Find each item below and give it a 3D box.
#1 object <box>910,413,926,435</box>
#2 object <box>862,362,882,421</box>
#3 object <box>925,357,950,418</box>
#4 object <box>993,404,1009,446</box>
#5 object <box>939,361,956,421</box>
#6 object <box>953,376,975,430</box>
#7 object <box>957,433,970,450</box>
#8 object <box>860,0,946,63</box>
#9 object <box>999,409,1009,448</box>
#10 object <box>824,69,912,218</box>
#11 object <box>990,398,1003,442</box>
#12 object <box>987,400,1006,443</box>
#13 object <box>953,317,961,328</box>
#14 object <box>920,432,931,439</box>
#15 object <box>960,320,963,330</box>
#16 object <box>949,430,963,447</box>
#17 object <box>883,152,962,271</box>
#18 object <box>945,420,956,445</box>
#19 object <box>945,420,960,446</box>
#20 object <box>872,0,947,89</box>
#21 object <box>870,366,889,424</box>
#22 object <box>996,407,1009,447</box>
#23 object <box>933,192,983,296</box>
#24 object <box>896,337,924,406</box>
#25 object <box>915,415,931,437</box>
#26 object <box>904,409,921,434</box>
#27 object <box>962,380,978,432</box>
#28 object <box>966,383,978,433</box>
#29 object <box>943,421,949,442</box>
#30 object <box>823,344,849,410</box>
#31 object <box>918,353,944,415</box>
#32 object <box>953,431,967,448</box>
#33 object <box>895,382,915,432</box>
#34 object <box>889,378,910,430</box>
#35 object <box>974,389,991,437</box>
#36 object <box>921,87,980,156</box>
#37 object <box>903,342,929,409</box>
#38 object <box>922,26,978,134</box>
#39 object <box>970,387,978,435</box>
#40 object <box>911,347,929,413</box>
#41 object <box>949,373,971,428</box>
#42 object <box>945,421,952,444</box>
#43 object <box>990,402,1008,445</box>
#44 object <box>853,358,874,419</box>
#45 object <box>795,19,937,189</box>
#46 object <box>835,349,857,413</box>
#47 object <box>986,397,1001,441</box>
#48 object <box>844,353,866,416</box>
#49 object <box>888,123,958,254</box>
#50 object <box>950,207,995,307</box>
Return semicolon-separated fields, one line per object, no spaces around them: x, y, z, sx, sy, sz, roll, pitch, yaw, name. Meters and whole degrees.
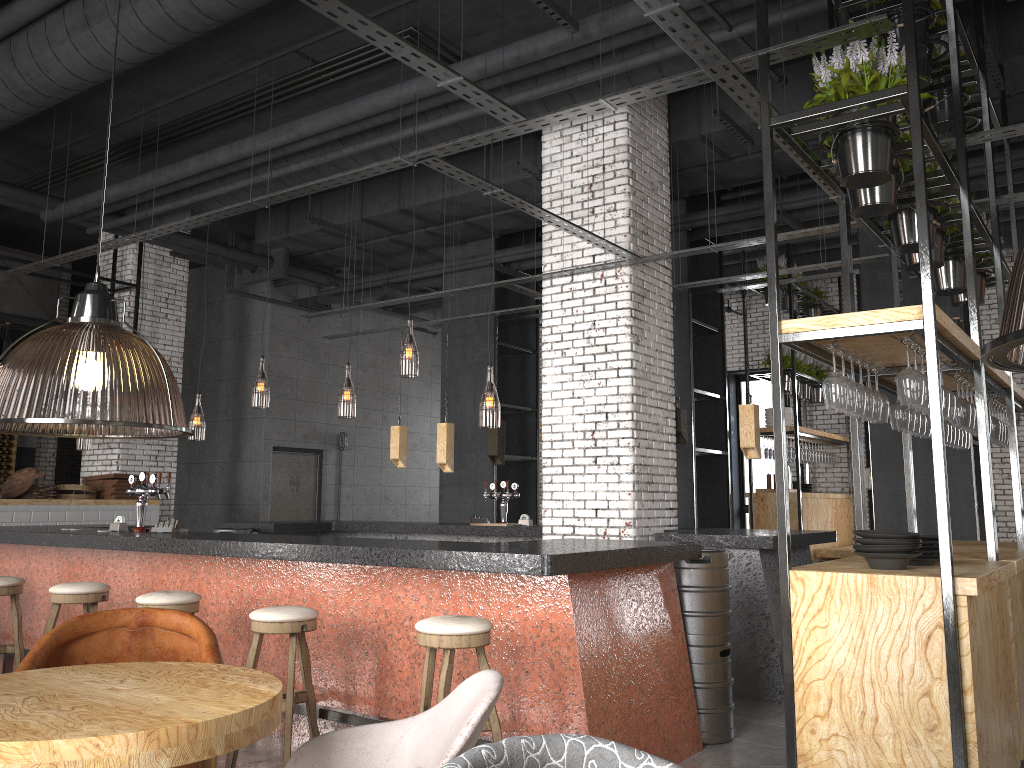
2.268;0.152;4.980;0.101;0.268;0.101;8;-11;-40;object
1.667;0.036;4.133;0.101;0.268;0.100;0;-9;-1;object
1.902;0.016;3.970;0.101;0.268;0.100;0;-9;-1;object
3.233;0.273;5.848;0.101;0.268;0.100;0;-9;-1;object
1.986;0.032;4.090;0.101;0.268;0.100;4;-9;-24;object
2.333;0.099;4.579;0.101;0.268;0.101;8;-11;-40;object
3.168;0.326;6.249;0.101;0.268;0.100;0;-9;-1;object
2.228;-2.132;5.034;0.416;0.560;0.466;6;-10;-36;object
3.402;0.305;6.087;0.101;0.268;0.100;0;-9;-1;object
1.721;-1.101;4.273;0.416;0.560;0.466;-1;-8;12;object
2.985;0.225;5.498;0.101;0.268;0.100;3;-9;-18;object
3.064;0.240;5.610;0.101;0.268;0.100;0;-9;-1;object
2.909;-0.200;5.768;0.098;0.472;0.098;1;-9;-3;object
2.437;0.185;5.218;0.101;0.268;0.101;8;-11;-40;object
2.971;-0.188;5.856;0.098;0.472;0.098;1;-9;-3;object
2.999;0.293;6.011;0.101;0.268;0.100;0;-9;-1;object
2.424;-0.967;5.259;0.416;0.560;0.466;0;-8;3;object
2.830;0.261;5.772;0.101;0.268;0.100;0;-9;-1;object
2.914;0.277;5.892;0.101;0.268;0.100;0;-9;-1;object
2.412;-2.084;5.382;0.467;0.560;0.415;-4;-10;29;object
1.752;0.053;4.252;0.101;0.268;0.100;4;-9;-24;object
3.318;0.289;5.968;0.101;0.268;0.100;0;-9;-1;object
2.885;-0.880;5.890;0.416;0.560;0.466;-8;-11;43;object
1.569;-0.048;3.501;0.101;0.268;0.100;0;-9;-1;object
2.352;0.169;5.099;0.101;0.268;0.101;8;-11;-40;object
2.183;0.136;4.860;0.101;0.268;0.101;8;-11;-40;object
2.418;0.115;4.698;0.101;0.268;0.101;8;-11;-40;object
2.502;0.132;4.817;0.101;0.268;0.101;8;-11;-40;object
2.677;0.231;5.557;0.101;0.268;0.100;3;-9;-18;object
1.334;-0.028;3.663;0.101;0.268;0.100;0;-9;-1;object
1.817;-0.001;3.851;0.101;0.268;0.100;0;-9;-1;object
3.083;0.310;6.130;0.101;0.268;0.100;0;-9;-1;object
2.099;0.120;4.741;0.101;0.268;0.101;8;-11;-40;object
2.019;0.104;4.629;0.101;0.268;0.101;8;-11;-40;object
2.671;0.164;5.056;0.101;0.268;0.101;8;-11;-40;object
3.118;-1.946;6.398;0.416;0.560;0.466;5;-10;-30;object
1.648;-0.033;3.612;0.101;0.268;0.100;0;-9;-1;object
2.916;-2.000;5.999;0.416;0.560;0.466;-1;-8;8;object
2.587;0.148;4.937;0.101;0.268;0.101;8;-11;-40;object
1.733;-0.017;3.732;0.101;0.268;0.100;0;-9;-1;object
2.254;0.084;4.467;0.101;0.268;0.101;8;-11;-40;object
2.750;0.245;5.660;0.101;0.268;0.100;3;-9;-18;object
3.149;0.256;5.729;0.101;0.268;0.100;0;-9;-1;object
1.583;0.020;4.013;0.101;0.268;0.100;0;-9;-1;object
1.534;-1.156;3.869;0.467;0.560;0.415;2;-9;-15;object
1.414;-0.012;3.775;0.101;0.268;0.100;0;-9;-1;object
2.911;0.210;5.394;0.101;0.268;0.100;3;-9;-18;object
1.498;0.004;3.894;0.101;0.268;0.100;0;-9;-1;object
2.198;-1.017;4.891;0.467;0.560;0.415;3;-9;-16;object
3.189;-0.834;6.229;0.416;0.560;0.466;-4;-9;29;object
